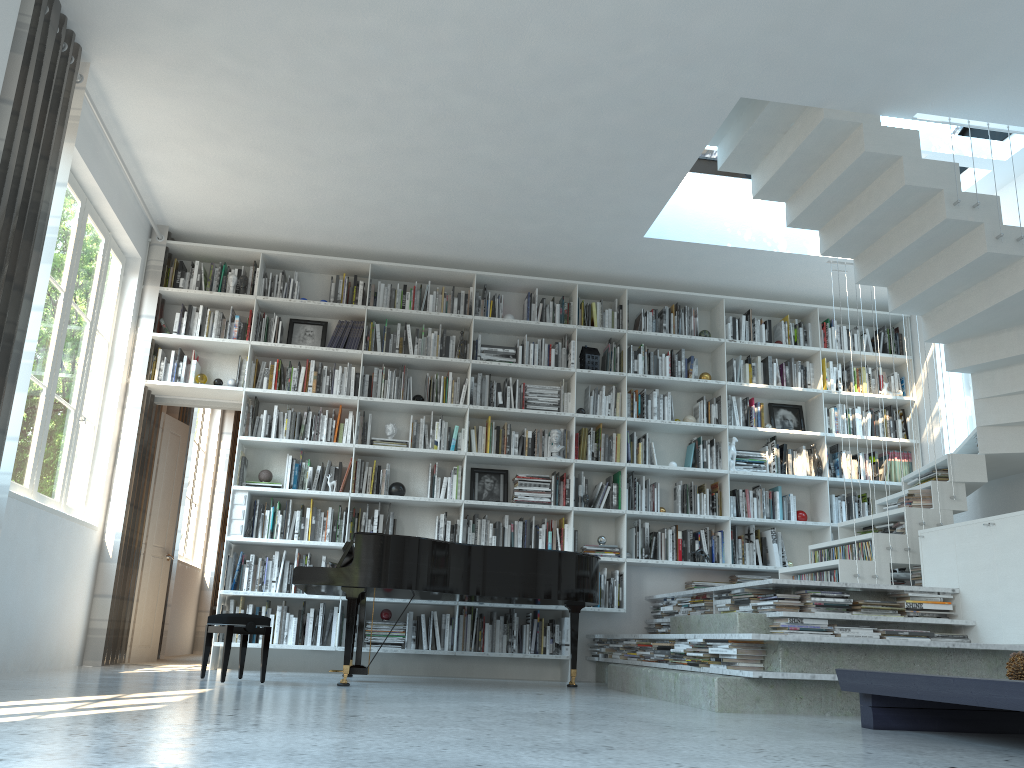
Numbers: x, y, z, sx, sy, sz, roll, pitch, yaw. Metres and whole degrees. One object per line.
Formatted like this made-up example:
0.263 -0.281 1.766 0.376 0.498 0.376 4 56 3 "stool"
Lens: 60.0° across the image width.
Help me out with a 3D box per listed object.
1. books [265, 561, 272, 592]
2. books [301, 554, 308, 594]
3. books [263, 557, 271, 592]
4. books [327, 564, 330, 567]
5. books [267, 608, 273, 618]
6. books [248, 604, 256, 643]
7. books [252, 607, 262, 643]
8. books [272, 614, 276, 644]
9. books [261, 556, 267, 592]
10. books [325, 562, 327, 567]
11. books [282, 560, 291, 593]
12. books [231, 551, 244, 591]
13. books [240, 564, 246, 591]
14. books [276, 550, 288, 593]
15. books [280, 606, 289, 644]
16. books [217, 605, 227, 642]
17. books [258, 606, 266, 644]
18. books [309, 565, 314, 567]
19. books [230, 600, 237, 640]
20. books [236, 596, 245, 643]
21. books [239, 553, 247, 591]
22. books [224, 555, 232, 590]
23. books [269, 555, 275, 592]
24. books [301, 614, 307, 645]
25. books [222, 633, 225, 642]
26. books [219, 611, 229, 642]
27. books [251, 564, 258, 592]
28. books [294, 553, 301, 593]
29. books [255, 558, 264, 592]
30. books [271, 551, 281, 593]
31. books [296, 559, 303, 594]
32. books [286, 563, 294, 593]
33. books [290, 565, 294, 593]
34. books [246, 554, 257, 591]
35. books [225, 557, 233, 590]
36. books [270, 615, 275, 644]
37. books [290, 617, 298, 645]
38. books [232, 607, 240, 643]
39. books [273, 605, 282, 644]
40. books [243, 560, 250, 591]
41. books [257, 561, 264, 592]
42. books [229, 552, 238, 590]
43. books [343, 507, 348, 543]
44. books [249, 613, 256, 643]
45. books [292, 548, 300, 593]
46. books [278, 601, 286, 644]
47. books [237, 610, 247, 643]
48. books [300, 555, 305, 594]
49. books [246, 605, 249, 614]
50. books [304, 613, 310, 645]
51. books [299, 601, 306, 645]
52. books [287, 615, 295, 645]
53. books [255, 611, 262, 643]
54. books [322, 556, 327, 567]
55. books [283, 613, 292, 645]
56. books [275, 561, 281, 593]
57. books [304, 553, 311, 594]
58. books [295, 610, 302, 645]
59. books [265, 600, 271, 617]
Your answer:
-1.770 1.412 6.472 0.028 0.228 0.158 5 -16 -8 "books"
-1.519 1.405 6.523 0.022 0.290 0.138 5 -16 -8 "books"
-1.786 1.396 6.460 0.010 0.252 0.178 5 -16 -8 "books"
-1.361 1.453 6.552 0.030 0.226 0.140 5 -16 -8 "books"
-1.755 1.746 6.401 0.022 0.245 0.135 5 -16 -8 "books"
-1.878 1.721 6.365 0.023 0.265 0.177 5 -16 -8 "books"
-1.837 1.736 6.388 0.022 0.251 0.140 5 -16 -8 "books"
-1.709 1.769 6.408 0.014 0.210 0.146 5 -16 -8 "books"
-1.798 1.394 6.464 0.013 0.256 0.190 5 -16 -8 "books"
-1.376 1.436 6.518 0.011 0.239 0.175 5 -16 -8 "books"
-1.654 1.421 6.505 0.031 0.238 0.132 5 -16 -8 "books"
-1.989 1.366 6.441 0.052 0.282 0.172 5 -16 -8 "books"
-1.946 1.417 6.456 0.024 0.197 0.148 5 -16 -8 "books"
-1.684 1.380 6.489 0.039 0.306 0.173 5 -16 -8 "books"
-1.640 1.740 6.400 0.025 0.265 0.160 5 -16 -8 "books"
-2.077 1.716 6.353 0.012 0.253 0.161 5 -16 -8 "books"
-1.791 1.737 6.391 0.027 0.256 0.160 5 -16 -8 "books"
-1.467 1.444 6.518 0.059 0.215 0.178 5 -16 -8 "books"
-2.002 1.700 6.358 0.044 0.293 0.182 5 -16 -8 "books"
-1.951 1.693 6.373 0.011 0.317 0.158 5 -16 -8 "books"
-1.961 1.379 6.463 0.010 0.273 0.150 5 -16 -8 "books"
-2.063 1.380 6.447 0.012 0.253 0.161 5 -16 -8 "books"
-1.752 1.398 6.499 0.013 0.273 0.146 5 -16 -8 "books"
-1.505 1.783 6.433 0.024 0.213 0.137 5 -16 -8 "books"
-2.031 1.743 6.326 0.029 0.190 0.177 5 -16 -8 "books"
-2.060 1.736 6.351 0.023 0.215 0.159 5 -16 -8 "books"
-1.871 1.423 6.472 0.025 0.199 0.137 5 -16 -8 "books"
-1.576 1.396 6.507 0.012 0.294 0.177 5 -16 -8 "books"
-1.848 1.403 6.486 0.022 0.247 0.134 5 -16 -8 "books"
-1.731 1.385 6.499 0.027 0.298 0.142 5 -16 -8 "books"
-1.559 1.422 6.522 0.029 0.253 0.153 5 -16 -8 "books"
-1.625 1.429 6.503 0.028 0.224 0.134 5 -16 -8 "books"
-1.605 1.438 6.504 0.013 0.208 0.155 5 -16 -8 "books"
-1.893 1.384 6.457 0.029 0.265 0.172 5 -16 -8 "books"
-2.041 1.385 6.435 0.029 0.238 0.155 5 -16 -8 "books"
-1.726 1.763 6.375 0.030 0.201 0.168 5 -16 -8 "books"
-1.564 1.782 6.392 0.031 0.187 0.190 5 -16 -8 "books"
-1.970 1.727 6.363 0.024 0.246 0.143 5 -16 -8 "books"
-1.681 1.737 6.393 0.031 0.265 0.187 5 -16 -8 "books"
-1.919 1.402 6.441 0.022 0.220 0.188 5 -16 -8 "books"
-1.819 1.408 6.454 0.028 0.222 0.189 5 -16 -8 "books"
-2.018 1.364 6.428 0.011 0.276 0.190 5 -16 -8 "books"
-1.248 1.076 6.670 0.024 0.279 0.136 5 -16 -8 "books"
-1.860 1.756 6.375 0.022 0.205 0.159 5 -16 -8 "books"
-1.586 1.378 6.502 0.014 0.324 0.171 5 -16 -8 "books"
-1.661 1.726 6.419 0.014 0.303 0.140 5 -16 -8 "books"
-1.936 1.737 6.357 0.022 0.225 0.155 5 -16 -8 "books"
-1.538 1.410 6.531 0.013 0.283 0.139 5 -16 -8 "books"
-1.895 1.720 6.356 0.013 0.261 0.174 5 -16 -8 "books"
-1.480 1.776 6.426 0.022 0.224 0.141 5 -16 -8 "books"
-1.522 1.735 6.444 0.013 0.309 0.131 5 -16 -8 "books"
-1.594 1.773 6.397 0.028 0.205 0.171 5 -16 -8 "books"
-1.815 1.750 6.377 0.022 0.220 0.163 5 -16 -8 "books"
-1.397 1.418 6.547 0.025 0.287 0.131 5 -16 -8 "books"
-1.618 1.765 6.396 0.021 0.217 0.191 5 -16 -8 "books"
-1.713 1.419 6.495 0.012 0.232 0.149 5 -16 -8 "books"
-1.501 1.400 6.522 0.013 0.300 0.173 5 -16 -8 "books"
-1.536 1.758 6.404 0.023 0.243 0.188 5 -16 -8 "books"
-1.768 1.713 6.385 0.013 0.299 0.184 5 -16 -8 "books"
